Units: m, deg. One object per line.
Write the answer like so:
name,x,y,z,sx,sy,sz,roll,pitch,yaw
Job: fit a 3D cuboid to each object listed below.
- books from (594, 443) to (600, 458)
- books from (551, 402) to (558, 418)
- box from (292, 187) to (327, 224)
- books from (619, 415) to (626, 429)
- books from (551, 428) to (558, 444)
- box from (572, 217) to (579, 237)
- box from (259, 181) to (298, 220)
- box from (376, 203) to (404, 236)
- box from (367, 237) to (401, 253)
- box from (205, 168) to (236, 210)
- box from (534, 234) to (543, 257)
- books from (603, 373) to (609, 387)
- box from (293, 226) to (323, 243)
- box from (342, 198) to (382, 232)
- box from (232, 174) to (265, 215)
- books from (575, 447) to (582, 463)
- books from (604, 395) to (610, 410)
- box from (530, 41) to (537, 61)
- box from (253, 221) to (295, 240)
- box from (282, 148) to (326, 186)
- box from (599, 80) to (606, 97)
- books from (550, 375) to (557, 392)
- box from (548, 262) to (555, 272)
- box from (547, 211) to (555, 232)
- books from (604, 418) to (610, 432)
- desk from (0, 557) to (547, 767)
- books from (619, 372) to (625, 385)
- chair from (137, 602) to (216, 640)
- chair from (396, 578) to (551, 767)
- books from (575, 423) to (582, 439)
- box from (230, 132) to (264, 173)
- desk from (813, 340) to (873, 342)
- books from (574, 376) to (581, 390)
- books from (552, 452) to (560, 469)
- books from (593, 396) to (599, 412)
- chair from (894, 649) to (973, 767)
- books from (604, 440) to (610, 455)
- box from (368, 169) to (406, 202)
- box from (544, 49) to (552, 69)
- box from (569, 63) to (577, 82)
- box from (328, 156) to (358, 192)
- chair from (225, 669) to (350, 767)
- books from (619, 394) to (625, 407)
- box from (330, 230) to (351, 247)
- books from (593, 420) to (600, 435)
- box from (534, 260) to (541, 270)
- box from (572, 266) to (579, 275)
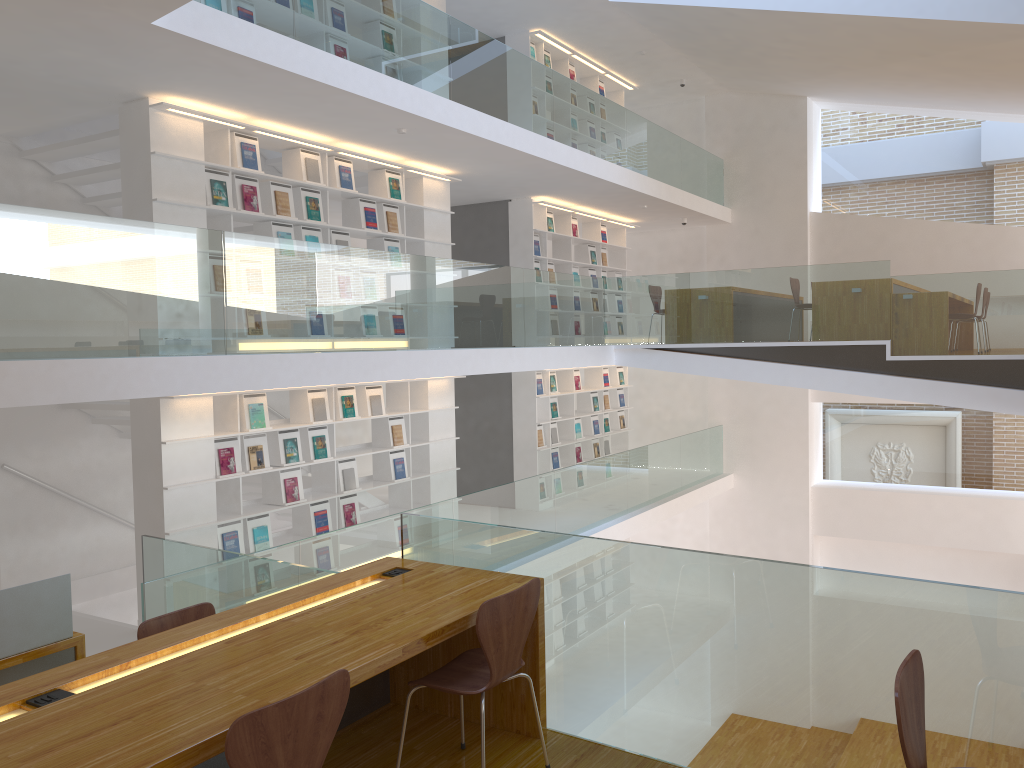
books,1.206,0.944,12.591,0.037,0.210,0.145,0,3,31
books,0.551,0.346,11.510,0.037,0.210,0.145,0,3,31
box,-1.803,-1.540,7.713,0.274,0.296,0.245,0,3,31
books,1.662,0.582,13.333,0.037,0.210,0.145,0,3,31
books,0.550,0.677,11.512,0.037,0.210,0.145,0,3,31
box,0.762,-2.111,12.026,0.274,0.296,0.245,0,3,31
box,-1.983,-1.523,7.419,0.274,0.296,0.245,0,3,31
box,-1.237,-1.592,8.640,0.274,0.296,0.245,0,3,31
box,-1.230,-1.264,8.656,0.274,0.296,0.245,0,3,31
box,-2.328,-1.493,6.854,0.274,0.296,0.245,0,3,31
box,0.215,-1.731,11.139,0.274,0.296,0.245,0,3,31
books,1.365,-0.048,12.845,0.037,0.210,0.145,0,3,31
box,-1.799,-1.211,7.723,0.274,0.296,0.245,0,3,31
box,-1.414,-1.578,8.350,0.274,0.296,0.245,0,3,31
box,-2.180,-1.506,7.120,0.274,0.296,0.245,0,3,31
books,0.911,0.967,12.113,0.037,0.210,0.145,0,3,31
books,1.371,0.267,12.859,0.037,0.210,0.145,0,3,31
box,0.160,-4.102,11.020,0.274,0.296,0.245,0,3,31
box,-1.976,-1.195,7.435,0.274,0.296,0.245,0,3,31
box,-1.806,-1.868,7.704,0.274,0.296,0.245,0,3,31
box,1.200,-4.198,12.722,0.274,0.296,0.245,0,3,31
books,0.529,-0.007,11.476,0.037,0.210,0.145,0,3,31
box,0.421,-1.421,11.479,0.274,0.296,0.245,0,3,31
box,0.407,-2.077,11.449,0.274,0.296,0.245,0,3,31
books,1.373,0.603,12.860,0.037,0.210,0.145,0,3,31
desk,-1.233,1.264,2.379,1.285,0.918,3.236,0,3,31
books,1.644,-0.079,13.303,0.037,0.210,0.145,0,3,31
chair,-1.280,1.317,3.708,0.381,0.693,0.428,0,3,31
chair,-0.139,1.011,2.994,0.381,0.693,0.428,0,3,31
books,0.905,0.640,12.099,0.037,0.210,0.145,0,3,31
box,-2.176,-1.835,7.099,0.274,0.296,0.245,0,3,31
desk,4.425,-0.731,10.077,1.248,0.757,3.196,0,3,31
books,0.892,-0.004,12.070,0.037,0.210,0.145,0,3,31
books,0.569,0.995,11.547,0.037,0.210,0.145,0,3,31
books,1.189,0.283,12.560,0.037,0.210,0.145,0,3,31
chair,1.097,1.028,2.047,0.381,0.693,0.428,0,3,31
books,1.379,0.928,12.874,0.037,0.210,0.145,0,3,31
box,-1.218,-1.923,8.667,0.274,0.296,0.245,0,3,31
box,0.367,-4.121,11.358,0.274,0.296,0.245,0,3,31
box,0.722,-4.155,11.935,0.274,0.296,0.245,0,3,31
box,-1.589,-1.889,8.060,0.274,0.296,0.245,0,3,31
chair,-0.645,1.057,2.166,0.381,0.693,0.428,0,3,31
books,1.654,0.257,13.316,0.037,0.210,0.145,0,3,31
box,-1.607,-1.229,8.038,0.274,0.296,0.245,0,3,31
books,1.198,0.619,12.573,0.037,0.210,0.145,0,3,31
box,0.225,-1.403,11.159,0.274,0.296,0.245,0,3,31
box,0.785,-1.455,12.075,0.274,0.296,0.245,0,3,31
